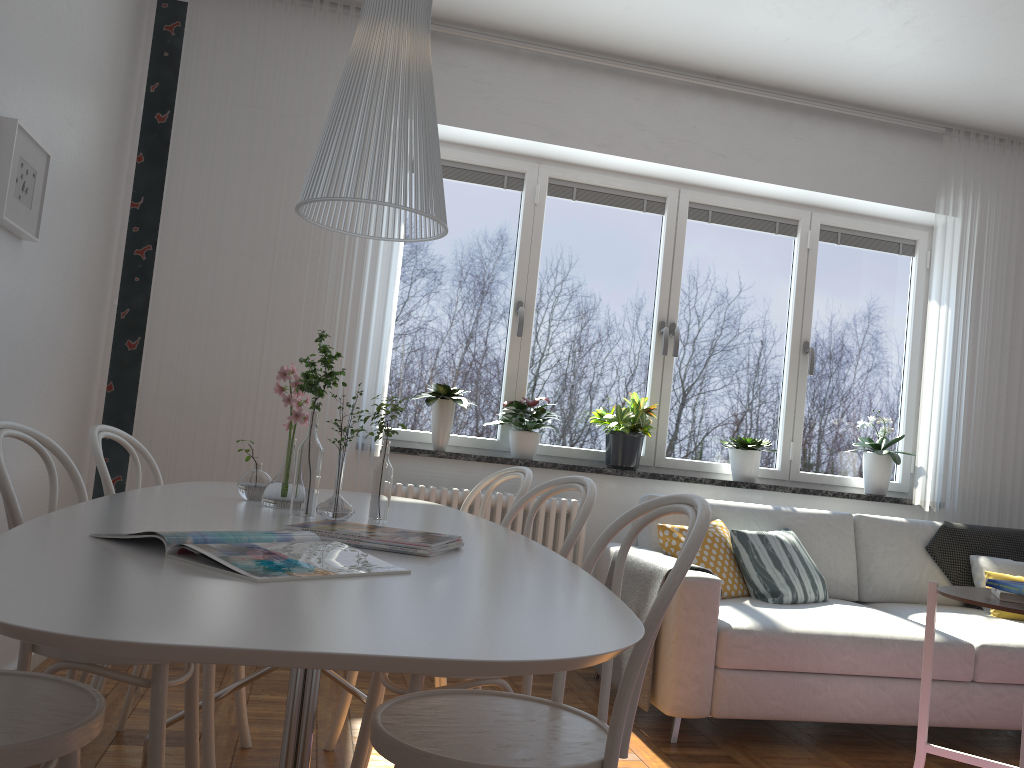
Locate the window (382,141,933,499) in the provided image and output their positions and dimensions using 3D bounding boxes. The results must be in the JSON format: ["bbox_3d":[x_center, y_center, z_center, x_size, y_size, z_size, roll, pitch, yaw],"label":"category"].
[{"bbox_3d":[0.800,-0.298,4.557,3.021,1.509,0.151,7,-4,-12],"label":"window"}]

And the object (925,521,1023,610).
[{"bbox_3d":[2.462,1.022,4.229,0.980,0.647,0.676,10,-5,-42],"label":"object"}]

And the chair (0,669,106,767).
[{"bbox_3d":[-0.866,0.511,1.285,0.520,0.916,0.448,6,-4,-2],"label":"chair"}]

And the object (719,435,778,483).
[{"bbox_3d":[1.188,0.378,4.493,0.267,0.237,0.283,8,-5,-30],"label":"object"}]

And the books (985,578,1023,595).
[{"bbox_3d":[1.546,0.617,2.672,0.136,0.024,0.175,6,-4,-7],"label":"books"}]

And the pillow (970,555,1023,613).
[{"bbox_3d":[2.401,0.950,4.064,0.532,0.259,0.301,6,-4,2],"label":"pillow"}]

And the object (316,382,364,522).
[{"bbox_3d":[-0.371,0.145,1.942,0.084,0.308,0.084,4,-4,33],"label":"object"}]

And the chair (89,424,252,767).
[{"bbox_3d":[-0.971,0.597,2.522,0.520,0.916,0.448,6,-4,-7],"label":"chair"}]

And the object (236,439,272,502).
[{"bbox_3d":[-0.657,0.219,2.245,0.112,0.151,0.087,5,-4,11],"label":"object"}]

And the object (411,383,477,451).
[{"bbox_3d":[-0.310,0.155,4.127,0.292,0.315,0.354,7,-4,-21],"label":"object"}]

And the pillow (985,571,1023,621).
[{"bbox_3d":[2.289,0.941,3.885,0.401,0.194,0.211,5,-4,5],"label":"pillow"}]

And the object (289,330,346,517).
[{"bbox_3d":[-0.442,0.086,1.990,0.107,0.419,0.110,7,-4,-23],"label":"object"}]

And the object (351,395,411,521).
[{"bbox_3d":[-0.307,0.171,2.093,0.146,0.293,0.098,4,-4,21],"label":"object"}]

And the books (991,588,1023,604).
[{"bbox_3d":[1.558,0.645,2.690,0.162,0.026,0.209,4,-5,23],"label":"books"}]

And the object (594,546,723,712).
[{"bbox_3d":[0.556,0.938,3.485,0.288,0.533,0.608,7,-4,-12],"label":"object"}]

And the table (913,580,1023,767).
[{"bbox_3d":[1.584,0.989,2.645,0.618,0.687,0.618,7,-4,-13],"label":"table"}]

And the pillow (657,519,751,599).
[{"bbox_3d":[0.823,0.734,3.733,0.465,0.317,0.312,10,-6,-44],"label":"pillow"}]

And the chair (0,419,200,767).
[{"bbox_3d":[-0.870,0.557,1.872,0.520,0.916,0.448,7,-4,-12],"label":"chair"}]

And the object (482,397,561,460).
[{"bbox_3d":[0.065,0.208,4.262,0.380,0.308,0.371,9,-5,-37],"label":"object"}]

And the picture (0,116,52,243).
[{"bbox_3d":[-1.395,-0.570,2.517,0.047,0.273,0.312,7,-4,-12],"label":"picture"}]

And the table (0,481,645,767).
[{"bbox_3d":[-0.449,0.673,1.853,0.932,0.769,2.291,7,-4,-12],"label":"table"}]

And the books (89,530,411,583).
[{"bbox_3d":[-0.383,0.233,1.291,0.405,0.029,0.266,2,-6,38],"label":"books"}]

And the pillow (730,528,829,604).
[{"bbox_3d":[1.151,0.770,3.787,0.470,0.288,0.309,10,-5,-41],"label":"pillow"}]

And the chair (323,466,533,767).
[{"bbox_3d":[1.194,0.674,3.380,3.698,1.341,0.448,8,-4,-27],"label":"chair"}]

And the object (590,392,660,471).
[{"bbox_3d":[0.545,0.225,4.338,0.333,0.384,0.300,6,-4,3],"label":"object"}]

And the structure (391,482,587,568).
[{"bbox_3d":[-0.129,0.791,3.984,0.973,0.623,0.224,7,-4,-12],"label":"structure"}]

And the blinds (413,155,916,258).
[{"bbox_3d":[0.856,-0.913,4.628,2.846,0.098,0.015,7,-4,-12],"label":"blinds"}]

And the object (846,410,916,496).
[{"bbox_3d":[1.917,0.366,4.707,0.286,0.443,0.340,8,-4,-24],"label":"object"}]

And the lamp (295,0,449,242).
[{"bbox_3d":[-0.192,-1.052,1.751,0.292,1.495,0.293,4,-4,33],"label":"lamp"}]

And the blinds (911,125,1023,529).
[{"bbox_3d":[2.732,0.153,4.677,1.293,2.884,0.055,7,-4,-12],"label":"blinds"}]

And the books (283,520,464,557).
[{"bbox_3d":[-0.245,0.276,1.597,0.278,0.022,0.204,5,-5,15],"label":"books"}]

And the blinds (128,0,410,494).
[{"bbox_3d":[-1.026,-0.298,3.872,1.038,2.884,0.055,7,-4,-12],"label":"blinds"}]

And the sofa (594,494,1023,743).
[{"bbox_3d":[1.653,1.010,3.817,2.463,0.842,1.004,7,-4,-12],"label":"sofa"}]

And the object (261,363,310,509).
[{"bbox_3d":[-0.531,0.124,2.148,0.111,0.348,0.108,9,-5,-43],"label":"object"}]
